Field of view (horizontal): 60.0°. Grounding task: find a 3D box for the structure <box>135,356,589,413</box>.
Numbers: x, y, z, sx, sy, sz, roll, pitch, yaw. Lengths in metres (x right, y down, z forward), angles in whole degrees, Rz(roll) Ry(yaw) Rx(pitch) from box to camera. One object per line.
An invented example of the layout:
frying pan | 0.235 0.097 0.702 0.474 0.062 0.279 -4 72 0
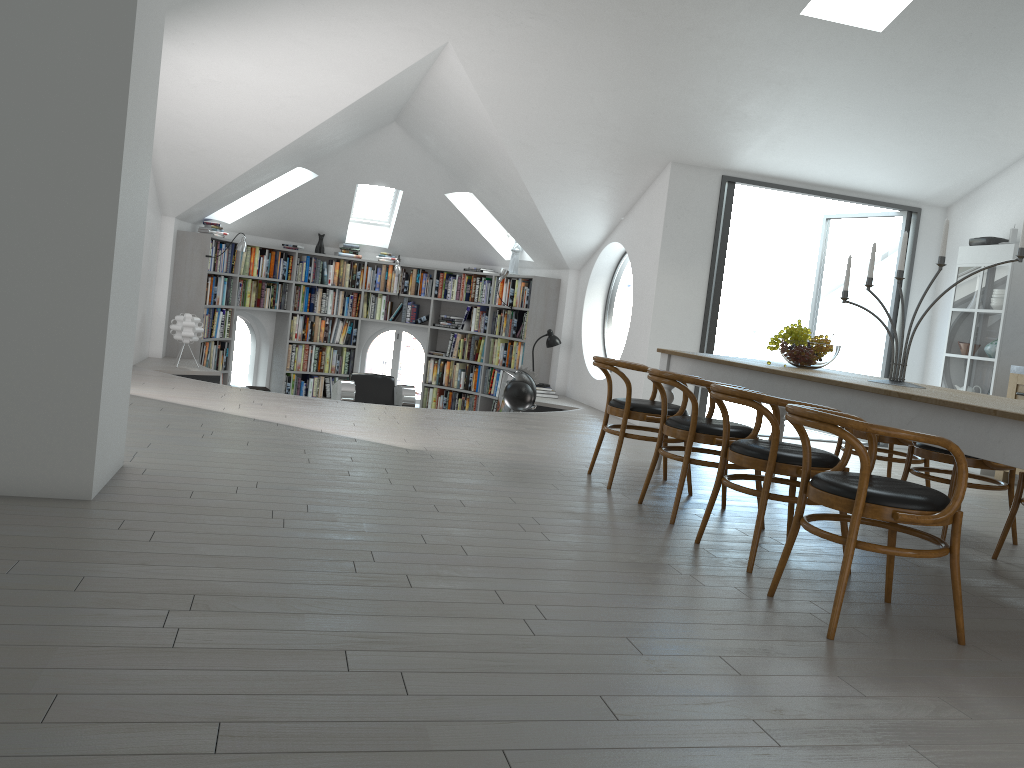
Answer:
structure | -1.614 0.278 9.804 4.718 0.692 4.709 10 6 30

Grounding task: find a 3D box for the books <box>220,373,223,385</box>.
books | -3.609 0.030 10.200 0.283 0.319 0.920 7 5 4

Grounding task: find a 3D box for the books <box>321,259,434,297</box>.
books | -1.787 -1.424 11.857 1.565 0.366 0.394 6 4 -9

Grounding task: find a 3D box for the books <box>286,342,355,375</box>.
books | -2.549 -0.339 11.743 1.030 0.357 0.293 4 5 -30

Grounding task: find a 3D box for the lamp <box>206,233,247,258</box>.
lamp | -3.110 -1.514 9.672 0.413 0.311 0.117 5 4 -18

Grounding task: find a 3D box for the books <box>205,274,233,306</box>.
books | -3.487 -1.079 10.104 0.303 0.347 1.090 7 5 1

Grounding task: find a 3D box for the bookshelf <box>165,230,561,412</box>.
bookshelf | -1.862 -0.635 11.094 4.329 1.877 2.114 5 4 -15

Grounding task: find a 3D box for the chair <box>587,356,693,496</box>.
chair | 0.741 0.230 5.233 0.621 0.733 0.528 6 4 -11

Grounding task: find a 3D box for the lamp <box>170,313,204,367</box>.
lamp | -3.217 -0.432 8.738 0.305 0.524 0.306 5 4 -26

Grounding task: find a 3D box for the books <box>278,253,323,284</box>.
books | -2.784 -1.497 11.468 0.681 0.345 0.265 3 5 -38

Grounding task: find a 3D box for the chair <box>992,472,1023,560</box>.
chair | 2.751 0.554 4.210 0.621 0.733 0.528 6 4 -12

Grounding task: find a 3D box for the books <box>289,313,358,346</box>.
books | -2.515 -0.722 11.714 0.996 0.351 0.298 4 5 -31

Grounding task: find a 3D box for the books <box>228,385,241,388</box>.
books | -3.508 0.041 11.010 0.213 0.036 0.227 3 6 -38

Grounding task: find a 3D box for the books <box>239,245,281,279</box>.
books | -3.205 -1.512 10.932 0.269 0.372 0.793 9 5 29

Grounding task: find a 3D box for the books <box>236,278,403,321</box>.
books | -2.576 -1.085 11.468 2.526 0.370 0.592 3 5 -34

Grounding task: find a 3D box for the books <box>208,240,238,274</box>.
books | -3.430 -1.460 10.064 0.300 0.360 1.034 7 5 1

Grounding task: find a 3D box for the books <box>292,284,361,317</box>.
books | -2.491 -1.103 11.729 1.027 0.358 0.301 4 5 -29

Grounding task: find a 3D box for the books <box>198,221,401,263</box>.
books | -2.679 -1.772 11.172 2.812 0.173 0.749 2 7 -44

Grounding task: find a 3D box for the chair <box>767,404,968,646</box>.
chair | 1.231 0.469 3.118 0.621 0.733 0.528 6 4 -12

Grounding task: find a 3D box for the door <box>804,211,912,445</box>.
door | 3.557 -0.619 9.317 0.080 2.343 1.054 5 4 -30

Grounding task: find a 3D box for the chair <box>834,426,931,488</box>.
chair | 2.396 0.392 5.613 0.621 0.733 0.528 6 4 -15

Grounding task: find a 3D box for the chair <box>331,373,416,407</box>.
chair | -1.573 0.267 9.923 0.822 0.718 0.743 5 4 -20

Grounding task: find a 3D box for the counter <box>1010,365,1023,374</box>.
counter | 5.393 0.011 4.212 0.961 0.618 6.593 6 5 -15

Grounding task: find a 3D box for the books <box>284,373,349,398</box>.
books | -2.604 0.021 11.751 1.018 0.306 0.288 4 5 -30

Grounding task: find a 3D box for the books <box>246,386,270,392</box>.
books | -3.232 0.091 11.264 0.318 0.099 0.292 6 5 -13

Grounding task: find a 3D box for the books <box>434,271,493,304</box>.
books | -0.580 -1.269 11.688 0.971 0.367 0.306 9 5 29

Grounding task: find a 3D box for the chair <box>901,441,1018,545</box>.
chair | 2.515 0.467 4.898 0.621 0.733 0.529 5 4 -18

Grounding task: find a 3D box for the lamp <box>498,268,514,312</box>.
lamp | -0.047 -1.151 10.879 0.275 0.524 0.112 5 4 -24

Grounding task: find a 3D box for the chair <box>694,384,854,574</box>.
chair | 1.120 0.395 3.834 0.621 0.733 0.529 5 4 -19

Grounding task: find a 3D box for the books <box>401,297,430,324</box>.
books | -1.257 -0.973 11.918 0.399 0.340 0.224 7 4 5

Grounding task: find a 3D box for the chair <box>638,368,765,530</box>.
chair | 0.958 0.315 4.541 0.621 0.733 0.528 6 4 -15

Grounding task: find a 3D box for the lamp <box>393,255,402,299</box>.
lamp | -1.508 -1.410 11.652 0.113 0.565 0.358 6 4 -8

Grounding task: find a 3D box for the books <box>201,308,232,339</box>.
books | -3.490 -0.699 10.098 0.260 0.358 1.021 7 5 2

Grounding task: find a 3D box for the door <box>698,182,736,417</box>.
door | 1.796 -0.789 8.881 0.080 2.343 1.054 6 4 -15

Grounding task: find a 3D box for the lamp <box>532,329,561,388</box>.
lamp | 0.382 -0.298 10.083 0.322 0.659 0.234 7 3 1

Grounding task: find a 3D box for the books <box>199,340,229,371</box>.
books | -3.552 -0.129 9.866 0.390 0.694 1.644 6 5 -5
